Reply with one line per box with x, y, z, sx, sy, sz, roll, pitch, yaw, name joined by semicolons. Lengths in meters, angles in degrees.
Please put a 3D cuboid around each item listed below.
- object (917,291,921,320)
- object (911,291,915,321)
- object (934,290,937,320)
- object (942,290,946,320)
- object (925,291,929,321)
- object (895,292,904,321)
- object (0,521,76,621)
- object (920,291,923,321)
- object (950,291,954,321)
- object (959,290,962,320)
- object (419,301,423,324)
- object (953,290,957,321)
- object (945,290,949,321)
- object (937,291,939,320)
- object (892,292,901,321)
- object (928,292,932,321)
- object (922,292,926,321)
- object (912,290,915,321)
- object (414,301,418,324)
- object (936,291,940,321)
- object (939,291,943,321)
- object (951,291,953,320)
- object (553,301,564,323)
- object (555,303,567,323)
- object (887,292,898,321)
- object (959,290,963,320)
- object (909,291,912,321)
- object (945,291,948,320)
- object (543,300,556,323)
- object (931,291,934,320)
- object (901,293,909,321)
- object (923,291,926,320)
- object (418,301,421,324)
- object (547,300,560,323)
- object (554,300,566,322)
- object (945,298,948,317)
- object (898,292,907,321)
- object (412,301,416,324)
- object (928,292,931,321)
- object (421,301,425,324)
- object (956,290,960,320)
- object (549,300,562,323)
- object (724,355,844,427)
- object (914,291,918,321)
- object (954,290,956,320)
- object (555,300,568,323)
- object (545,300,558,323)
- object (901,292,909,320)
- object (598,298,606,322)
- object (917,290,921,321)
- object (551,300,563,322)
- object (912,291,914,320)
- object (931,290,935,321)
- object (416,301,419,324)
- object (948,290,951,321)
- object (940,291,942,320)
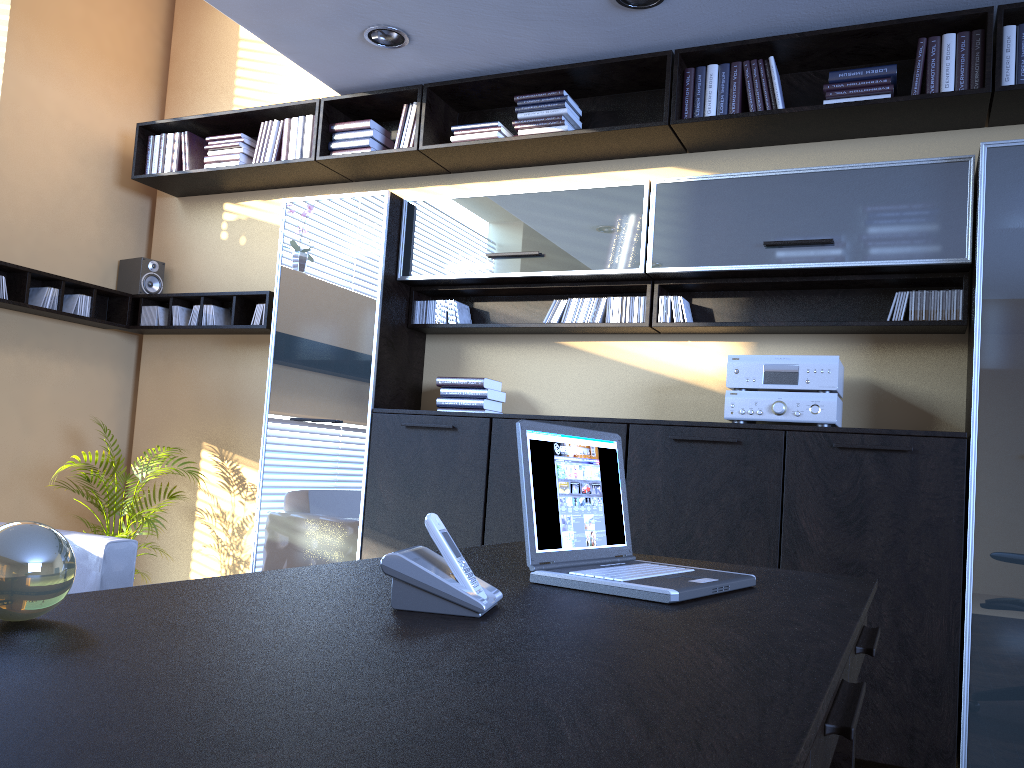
1.661;-0.307;3.619;0.009;0.120;0.142;2;-5;24;object
1.648;-0.306;3.640;0.009;0.120;0.142;2;-5;25;object
1.716;-0.306;3.596;0.009;0.120;0.142;2;-5;25;object
1.745;-0.305;3.586;0.009;0.120;0.142;2;-5;25;object
1.690;-0.306;3.612;0.009;0.120;0.142;2;-5;25;object
1.601;-0.307;3.662;0.030;0.120;0.142;2;-5;25;object
-0.523;0.199;0.944;0.105;0.105;0.105;-1;-6;44;object
1.676;-0.305;3.628;0.009;0.120;0.142;2;-5;25;object
1.775;-0.303;3.578;0.009;0.120;0.142;2;-5;25;object
1.798;-0.304;3.557;0.006;0.118;0.140;2;-5;25;object
-0.437;-0.358;4.595;0.009;0.120;0.142;2;-5;25;object
1.783;-0.303;3.572;0.009;0.120;0.142;2;-5;25;object
1.755;-0.304;3.581;0.009;0.124;0.142;2;-5;24;object
1.729;-0.304;3.601;0.006;0.118;0.140;2;-5;25;object
1.592;-0.307;3.667;0.030;0.120;0.142;2;-5;25;object
1.707;-0.304;3.624;0.009;0.120;0.142;2;-5;25;object
1.683;-0.306;3.619;0.009;0.120;0.142;2;-5;25;object
1.643;-0.308;3.628;0.009;0.124;0.142;2;-5;25;object
-0.465;-0.359;4.607;0.009;0.120;0.142;2;-5;25;object
1.731;-0.304;3.603;0.009;0.120;0.142;2;-5;25;object
1.739;-0.304;3.597;0.009;0.120;0.142;2;-5;25;object
1.773;-0.304;3.577;0.006;0.118;0.140;2;-5;25;object
0.254;-0.338;4.282;0.059;0.112;0.142;2;-5;25;object
0.265;-0.337;4.281;0.059;0.112;0.142;2;-5;25;object
1.578;-0.306;3.673;0.040;0.118;0.142;2;-5;25;object
1.800;-0.303;3.561;0.009;0.120;0.142;2;-5;25;object
1.638;-0.307;3.643;0.009;0.120;0.142;2;-5;25;object
1.756;-0.304;3.588;0.006;0.118;0.140;2;-5;25;object
0.206;-0.339;4.297;0.059;0.112;0.142;2;-5;24;object
1.709;-0.306;3.603;0.009;0.120;0.142;2;-5;25;object
1.620;-0.307;3.653;0.030;0.120;0.142;2;-5;25;object
1.677;-0.307;3.609;0.006;0.118;0.140;2;-5;25;object
-0.445;-0.358;4.600;0.006;0.118;0.140;2;-5;25;object
0.226;-0.338;4.293;0.059;0.112;0.142;2;-5;25;object
0.254;-0.337;4.281;0.055;0.109;0.140;2;-5;25;object
1.758;-0.303;3.591;0.009;0.120;0.142;2;-5;25;object
1.611;-0.307;3.658;0.030;0.120;0.142;2;-5;25;object
-0.473;-0.359;4.613;0.009;0.120;0.142;2;-5;25;object
1.704;-0.304;3.618;0.006;0.118;0.140;2;-5;25;object
-0.425;-0.357;4.596;0.009;0.120;0.142;2;-5;25;object
1.789;-0.304;3.561;0.009;0.120;0.142;2;-5;25;object
0.235;-0.338;4.289;0.059;0.112;0.142;2;-5;25;object
1.132;0.041;3.670;0.430;0.281;0.364;2;-5;25;object
1.656;-0.306;3.633;0.009;0.120;0.142;2;-5;25;object
1.779;-0.304;3.565;0.006;0.118;0.140;2;-5;25;object
0.262;-0.338;4.274;0.055;0.109;0.140;2;-5;25;object
0.219;-0.338;4.302;0.059;0.112;0.142;2;-5;25;object
1.616;-0.308;3.645;0.026;0.117;0.140;2;-5;25;object
0.447;-0.336;4.188;0.036;0.115;0.140;2;-5;24;object
1.662;-0.307;3.622;0.009;0.124;0.142;2;-5;25;object
0.243;-0.338;4.281;0.055;0.109;0.140;2;-5;25;object
1.645;-0.307;3.634;0.006;0.118;0.140;2;-5;25;object
1.709;-0.306;3.602;0.009;0.124;0.142;2;-5;25;object
-0.454;-0.359;4.604;0.006;0.118;0.140;2;-5;25;object
1.763;-0.304;3.576;0.009;0.120;0.142;2;-5;25;object
1.735;-0.305;3.589;0.006;0.118;0.140;2;-5;25;object
